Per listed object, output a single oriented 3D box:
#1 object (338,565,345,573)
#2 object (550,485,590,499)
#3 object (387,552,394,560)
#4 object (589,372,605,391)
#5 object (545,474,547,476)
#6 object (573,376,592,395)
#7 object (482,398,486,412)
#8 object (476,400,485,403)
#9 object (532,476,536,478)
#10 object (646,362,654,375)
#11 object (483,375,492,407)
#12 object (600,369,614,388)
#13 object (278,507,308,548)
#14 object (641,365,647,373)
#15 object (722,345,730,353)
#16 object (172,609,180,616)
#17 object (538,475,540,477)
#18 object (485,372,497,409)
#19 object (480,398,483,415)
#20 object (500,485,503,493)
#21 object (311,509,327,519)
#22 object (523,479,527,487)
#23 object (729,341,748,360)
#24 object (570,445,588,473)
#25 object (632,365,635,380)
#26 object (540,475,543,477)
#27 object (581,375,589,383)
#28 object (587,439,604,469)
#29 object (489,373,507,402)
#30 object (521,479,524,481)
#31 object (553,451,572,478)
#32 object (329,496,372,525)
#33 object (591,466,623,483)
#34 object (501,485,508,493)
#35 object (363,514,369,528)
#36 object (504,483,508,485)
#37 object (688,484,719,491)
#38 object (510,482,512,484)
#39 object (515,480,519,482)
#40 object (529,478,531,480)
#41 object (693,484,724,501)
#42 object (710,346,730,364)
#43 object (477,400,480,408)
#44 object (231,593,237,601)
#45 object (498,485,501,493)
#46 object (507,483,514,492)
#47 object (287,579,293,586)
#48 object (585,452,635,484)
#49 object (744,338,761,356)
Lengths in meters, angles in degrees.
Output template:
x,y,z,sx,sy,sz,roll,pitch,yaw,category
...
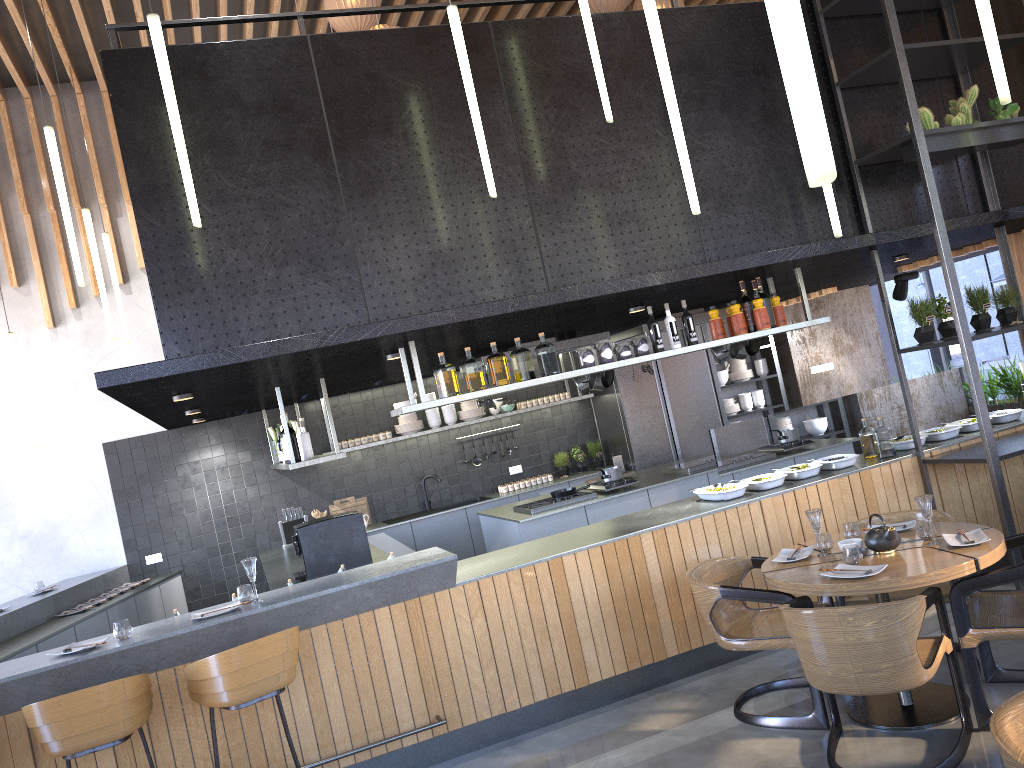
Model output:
x,y,z,sx,sy,sz,roll,pitch,yaw,category
-0.967,1.143,5.084,0.048,0.203,0.096,-13,-1,26,object
0.487,0.939,7.715,0.232,0.061,0.351,-11,-2,-40,object
-0.699,1.086,5.197,0.100,0.203,0.040,-14,-2,43,object
0.746,-0.121,7.887,0.166,0.387,0.200,-12,-1,-14,object
0.394,1.031,9.782,0.062,0.078,0.062,-12,-1,-13,object
0.636,-0.090,8.218,0.161,0.386,0.200,-13,-1,6,object
-0.253,0.072,7.610,0.024,0.337,0.068,-12,-1,-18,object
-0.300,0.046,7.856,0.074,0.256,0.074,-13,-1,27,object
0.250,1.064,9.809,0.062,0.078,0.062,-12,-1,-13,object
1.197,-0.242,7.870,0.031,0.336,0.104,-12,-1,-19,object
-0.218,0.046,7.513,0.038,0.306,0.062,-12,-1,-18,object
0.810,-0.150,7.650,0.070,0.372,0.243,-12,-1,-18,object
-2.212,1.439,9.001,0.322,0.371,0.067,-12,-1,-18,object
1.162,-0.247,7.980,0.038,0.306,0.062,-12,-1,-18,object
2.030,-0.440,8.525,0.103,0.280,0.103,-12,-1,-32,object
-1.806,1.322,4.826,0.042,0.203,0.076,-13,-1,15,object
0.312,1.051,9.830,0.062,0.078,0.062,-12,-1,-13,object
-0.184,0.051,7.403,0.031,0.336,0.104,-12,-1,-19,object
-0.280,0.093,7.704,0.024,0.363,0.033,-12,-1,-18,object
-0.099,1.136,9.615,0.062,0.078,0.062,-12,-1,-13,object
-1.951,1.417,9.071,0.158,0.303,0.175,-12,-1,-15,object
0.150,1.083,9.700,0.062,0.078,0.062,-12,-1,-13,object
2.126,-0.415,8.353,0.166,0.387,0.200,-12,-1,-14,object
0.752,0.839,9.970,0.172,0.311,0.179,-12,-1,-7,object
1.100,-0.200,8.171,0.024,0.363,0.033,-12,-1,-18,object
0.333,1.044,9.762,0.062,0.078,0.062,-12,-1,-13,object
0.649,-0.146,8.058,0.103,0.280,0.103,-12,-1,-32,object
0.949,0.768,10.025,0.186,0.367,0.196,-13,-1,27,object
-0.116,0.006,7.307,0.103,0.280,0.103,-13,-1,13,object
0.128,1.090,9.768,0.062,0.078,0.062,-12,-1,-13,object
0.570,0.892,9.914,0.211,0.283,0.221,-12,-1,-5,object
-1.683,1.349,9.255,0.400,0.330,0.098,-12,-1,-18,object
0.795,0.784,7.684,0.348,0.154,0.200,-12,-1,-28,object
-0.079,1.130,9.551,0.062,0.078,0.062,-12,-1,-13,object
-1.529,1.403,9.018,0.127,0.144,0.115,-13,-1,20,object
-0.057,1.129,9.705,0.062,0.078,0.062,-12,-1,-13,object
1.284,0.694,5.935,0.048,0.026,0.252,-11,-2,-41,object
0.004,1.116,9.726,0.062,0.078,0.062,-12,-1,-13,object
0.066,1.103,9.747,0.062,0.078,0.062,-12,-1,-13,object
0.211,1.070,9.720,0.062,0.078,0.062,-12,-1,-13,object
1.367,0.712,5.840,0.268,0.074,0.402,-12,-1,-18,object
2.017,-0.384,8.685,0.161,0.386,0.200,-13,-1,6,object
-0.317,0.069,7.771,0.032,0.298,0.035,-13,-1,23,object
-1.525,1.262,4.917,0.029,0.203,0.077,-12,-1,-28,object
-0.121,1.143,9.684,0.062,0.078,0.062,-12,-1,-13,object
-0.015,1.117,9.572,0.062,0.078,0.062,-12,-1,-13,object
-1.231,1.199,4.987,0.038,0.203,0.057,-13,-1,7,object
0.901,0.784,8.384,0.400,0.232,0.290,-12,-1,-19,object
2.190,-0.444,8.117,0.070,0.372,0.243,-12,-1,-18,object
